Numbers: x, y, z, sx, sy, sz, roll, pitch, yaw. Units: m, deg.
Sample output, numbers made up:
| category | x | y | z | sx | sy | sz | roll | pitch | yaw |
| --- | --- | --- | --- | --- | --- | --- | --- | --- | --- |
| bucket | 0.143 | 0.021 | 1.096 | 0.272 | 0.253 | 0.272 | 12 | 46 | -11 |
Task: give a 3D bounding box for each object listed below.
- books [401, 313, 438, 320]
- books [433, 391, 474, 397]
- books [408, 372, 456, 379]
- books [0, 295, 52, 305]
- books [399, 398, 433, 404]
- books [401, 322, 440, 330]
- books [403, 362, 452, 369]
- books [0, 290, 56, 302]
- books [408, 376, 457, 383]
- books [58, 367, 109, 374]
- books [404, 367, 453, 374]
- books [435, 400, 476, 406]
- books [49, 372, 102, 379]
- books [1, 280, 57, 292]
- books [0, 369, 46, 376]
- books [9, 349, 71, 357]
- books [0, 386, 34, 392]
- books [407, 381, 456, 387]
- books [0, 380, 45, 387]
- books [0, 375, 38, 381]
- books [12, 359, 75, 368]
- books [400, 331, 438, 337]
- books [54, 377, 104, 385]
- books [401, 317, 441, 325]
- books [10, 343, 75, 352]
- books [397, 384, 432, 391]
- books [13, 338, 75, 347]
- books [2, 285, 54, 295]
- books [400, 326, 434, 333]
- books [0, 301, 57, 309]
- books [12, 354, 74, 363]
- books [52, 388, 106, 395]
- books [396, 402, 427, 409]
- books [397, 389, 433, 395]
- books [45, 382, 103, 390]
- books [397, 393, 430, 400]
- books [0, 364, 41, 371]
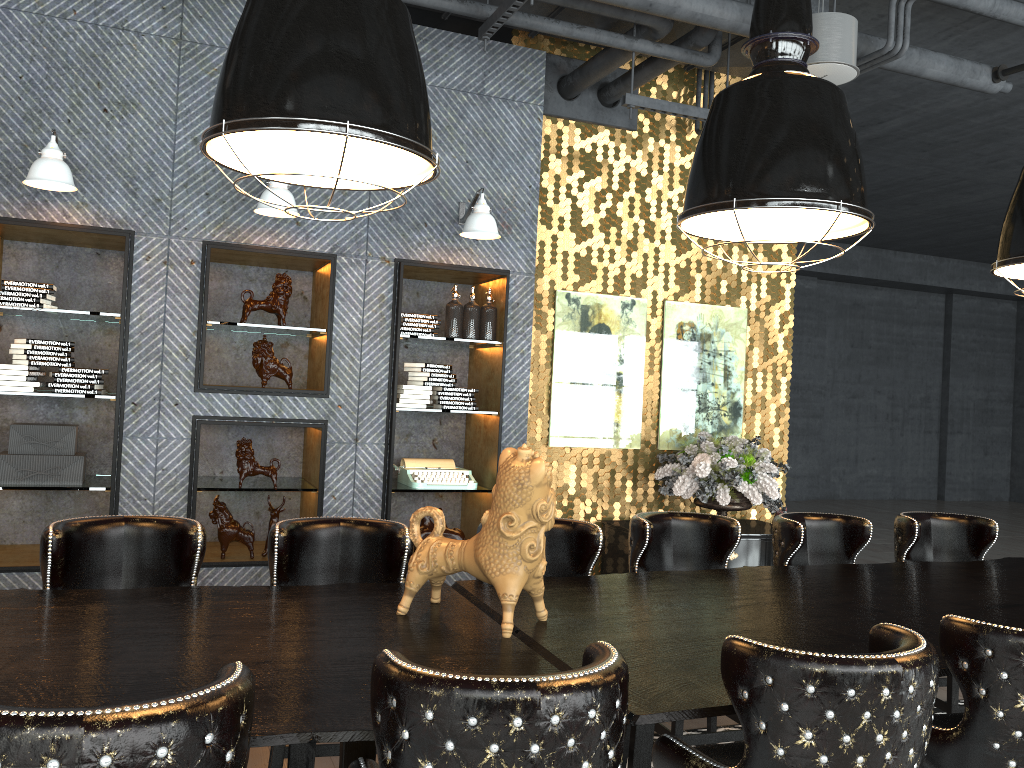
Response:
| category | x | y | z | sx | sy | sz | roll | pitch | yaw |
| --- | --- | --- | --- | --- | --- | --- | --- | --- | --- |
| books | -0.612 | -0.423 | 5.597 | 0.245 | 0.028 | 0.193 | 3 | -1 | -19 |
| books | -0.384 | 0.063 | 5.699 | 0.245 | 0.028 | 0.193 | 3 | -1 | -16 |
| books | -0.507 | -0.056 | 5.633 | 0.193 | 0.028 | 0.245 | 2 | -1 | 38 |
| books | -2.636 | -0.448 | 4.766 | 0.245 | 0.028 | 0.193 | 3 | -1 | -11 |
| books | -0.598 | 0.107 | 5.536 | 0.193 | 0.028 | 0.245 | 3 | -1 | -1 |
| books | -0.601 | -0.366 | 5.591 | 0.245 | 0.028 | 0.193 | 3 | -1 | -20 |
| books | -0.533 | -0.114 | 5.622 | 0.193 | 0.028 | 0.245 | 2 | -1 | 39 |
| books | -2.623 | -0.476 | 4.793 | 0.245 | 0.028 | 0.193 | 3 | -1 | -14 |
| books | -0.501 | -0.028 | 5.590 | 0.193 | 0.028 | 0.245 | 2 | -1 | 44 |
| books | -2.374 | -0.073 | 4.914 | 0.245 | 0.028 | 0.193 | 3 | -1 | -27 |
| books | -0.532 | -0.086 | 5.617 | 0.245 | 0.028 | 0.193 | 3 | -1 | -42 |
| books | -0.362 | 0.121 | 5.687 | 0.245 | 0.028 | 0.193 | 3 | -1 | -9 |
| books | -2.408 | -0.047 | 4.890 | 0.245 | 0.028 | 0.193 | 3 | -1 | -32 |
| books | -2.618 | -0.532 | 4.816 | 0.245 | 0.028 | 0.193 | 3 | -1 | -22 |
| books | -2.631 | -0.060 | 4.724 | 0.193 | 0.028 | 0.245 | 3 | -1 | -9 |
| books | -2.561 | -0.168 | 4.812 | 0.193 | 0.028 | 0.245 | 2 | -1 | 38 |
| books | -2.658 | 0.024 | 4.728 | 0.193 | 0.028 | 0.245 | 3 | -1 | -29 |
| books | -0.515 | 0.000 | 5.646 | 0.245 | 0.028 | 0.193 | 3 | -1 | -39 |
| books | -2.620 | -0.003 | 4.743 | 0.193 | 0.028 | 0.245 | 3 | -1 | -23 |
| books | -2.671 | -0.034 | 4.742 | 0.193 | 0.028 | 0.245 | 3 | -1 | -16 |
| books | -2.534 | -0.110 | 4.797 | 0.193 | 0.028 | 0.245 | 2 | -1 | 37 |
| books | -0.609 | -0.310 | 5.599 | 0.245 | 0.028 | 0.193 | 3 | -1 | -17 |
| books | -2.399 | -0.018 | 4.915 | 0.245 | 0.028 | 0.193 | 3 | -1 | -26 |
| books | -0.594 | -0.394 | 5.604 | 0.245 | 0.028 | 0.193 | 3 | -1 | -22 |
| books | -2.543 | -0.195 | 4.804 | 0.193 | 0.028 | 0.245 | 3 | -1 | 29 |
| books | -0.629 | 0.021 | 5.548 | 0.193 | 0.028 | 0.245 | 3 | -1 | -24 |
| books | -2.541 | -0.223 | 4.819 | 0.193 | 0.028 | 0.245 | 2 | -1 | 43 |
| books | -2.623 | -0.504 | 4.804 | 0.245 | 0.028 | 0.193 | 3 | -1 | -30 |
| books | -0.630 | -0.339 | 5.579 | 0.245 | 0.028 | 0.193 | 3 | -1 | -18 |
| books | -2.612 | -0.419 | 4.776 | 0.245 | 0.028 | 0.193 | 3 | -1 | -6 |
| books | -2.531 | -0.138 | 4.789 | 0.193 | 0.028 | 0.245 | 2 | -1 | 40 |
| books | -2.383 | 0.039 | 4.889 | 0.245 | 0.028 | 0.193 | 3 | -1 | -18 |
| books | -0.636 | 0.134 | 5.575 | 0.193 | 0.028 | 0.245 | 3 | -1 | -7 |
| books | -0.631 | 0.049 | 5.549 | 0.193 | 0.028 | 0.245 | 3 | -1 | -27 |
| books | -2.390 | 0.010 | 4.854 | 0.245 | 0.028 | 0.193 | 3 | -1 | -11 |
| books | -0.636 | 0.077 | 5.557 | 0.193 | 0.028 | 0.245 | 3 | -1 | -20 |
| books | -2.655 | -0.089 | 4.736 | 0.193 | 0.028 | 0.245 | 3 | -1 | -15 |
